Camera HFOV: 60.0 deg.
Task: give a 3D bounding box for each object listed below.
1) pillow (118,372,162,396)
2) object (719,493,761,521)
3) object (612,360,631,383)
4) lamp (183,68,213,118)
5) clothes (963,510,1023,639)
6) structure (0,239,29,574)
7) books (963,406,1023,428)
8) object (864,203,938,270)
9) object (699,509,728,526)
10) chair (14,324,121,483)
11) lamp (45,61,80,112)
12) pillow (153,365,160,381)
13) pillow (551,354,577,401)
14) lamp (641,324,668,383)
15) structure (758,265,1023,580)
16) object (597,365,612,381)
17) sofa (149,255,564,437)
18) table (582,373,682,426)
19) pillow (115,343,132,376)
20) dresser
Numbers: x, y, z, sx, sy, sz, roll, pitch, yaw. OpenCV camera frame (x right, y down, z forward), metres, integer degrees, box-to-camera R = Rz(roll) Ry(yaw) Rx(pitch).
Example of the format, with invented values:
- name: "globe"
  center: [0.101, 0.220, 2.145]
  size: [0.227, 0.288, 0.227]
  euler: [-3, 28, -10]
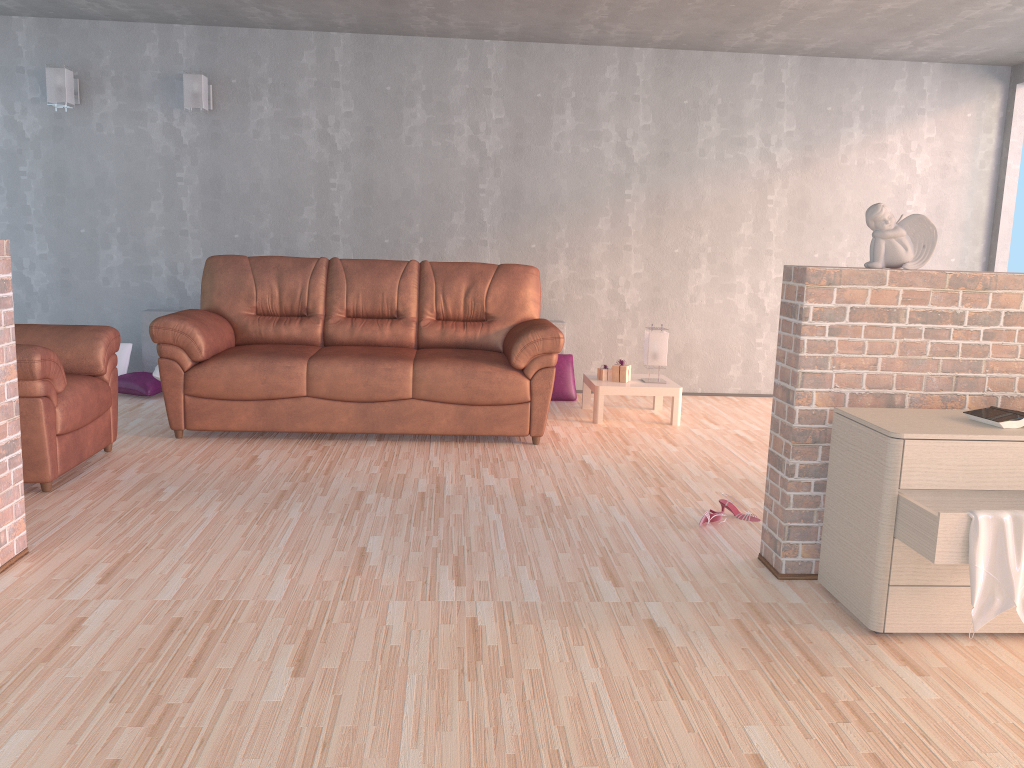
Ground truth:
- name: "pillow"
  center: [-2.500, -0.007, 5.984]
  size: [0.392, 0.130, 0.365]
  euler: [5, 10, 16]
- name: "object"
  center: [0.949, 0.515, 3.705]
  size: [0.188, 0.085, 0.069]
  euler: [8, 11, 34]
- name: "object"
  center: [0.699, -0.088, 5.657]
  size: [0.099, 0.147, 0.102]
  euler: [6, 10, 24]
- name: "lamp"
  center: [-2.131, -1.965, 5.998]
  size: [0.165, 0.319, 0.177]
  euler: [1, 9, -4]
- name: "clothes"
  center: [1.335, 0.513, 2.365]
  size: [0.325, 0.369, 0.097]
  euler: [1, 9, -3]
- name: "structure"
  center: [-2.336, 0.055, 2.798]
  size: [1.422, 1.057, 0.211]
  euler: [1, 9, -4]
- name: "books"
  center: [1.507, 0.100, 2.688]
  size: [0.209, 0.040, 0.146]
  euler: [0, 10, -14]
- name: "object"
  center: [1.280, -0.491, 2.955]
  size: [0.216, 0.218, 0.131]
  euler: [1, 9, -5]
- name: "object"
  center: [0.812, 0.539, 3.587]
  size: [0.078, 0.066, 0.192]
  euler: [8, 11, 31]
- name: "chair"
  center: [-2.372, -0.089, 3.959]
  size: [0.936, 0.879, 0.970]
  euler: [1, 9, -5]
- name: "lamp"
  center: [-3.012, -1.984, 5.930]
  size: [0.165, 0.319, 0.168]
  euler: [1, 9, -4]
- name: "pillow"
  center: [-2.247, -0.045, 6.021]
  size: [0.357, 0.205, 0.388]
  euler: [-1, 10, -17]
- name: "pillow"
  center: [0.287, -0.046, 6.299]
  size: [0.327, 0.326, 0.241]
  euler: [0, 9, -10]
- name: "lamp"
  center: [0.919, -0.198, 5.686]
  size: [0.140, 0.376, 0.140]
  euler: [1, 9, -4]
- name: "structure"
  center: [1.625, 0.144, 3.088]
  size: [1.422, 1.057, 0.211]
  euler: [1, 9, -4]
- name: "object"
  center: [0.625, -0.078, 5.726]
  size: [0.152, 0.105, 0.080]
  euler: [-5, 11, -35]
- name: "sofa"
  center: [-0.839, -0.256, 5.163]
  size: [2.202, 0.923, 0.981]
  euler: [1, 9, -4]
- name: "table"
  center: [0.766, 0.093, 5.764]
  size: [0.548, 0.241, 0.548]
  euler: [1, 9, -4]
- name: "pillow"
  center: [-2.804, -0.119, 6.099]
  size: [0.327, 0.326, 0.241]
  euler: [2, 9, 0]
- name: "dresser"
  center: [1.894, 0.444, 2.686]
  size: [1.686, 0.612, 0.605]
  euler: [1, 9, -4]
